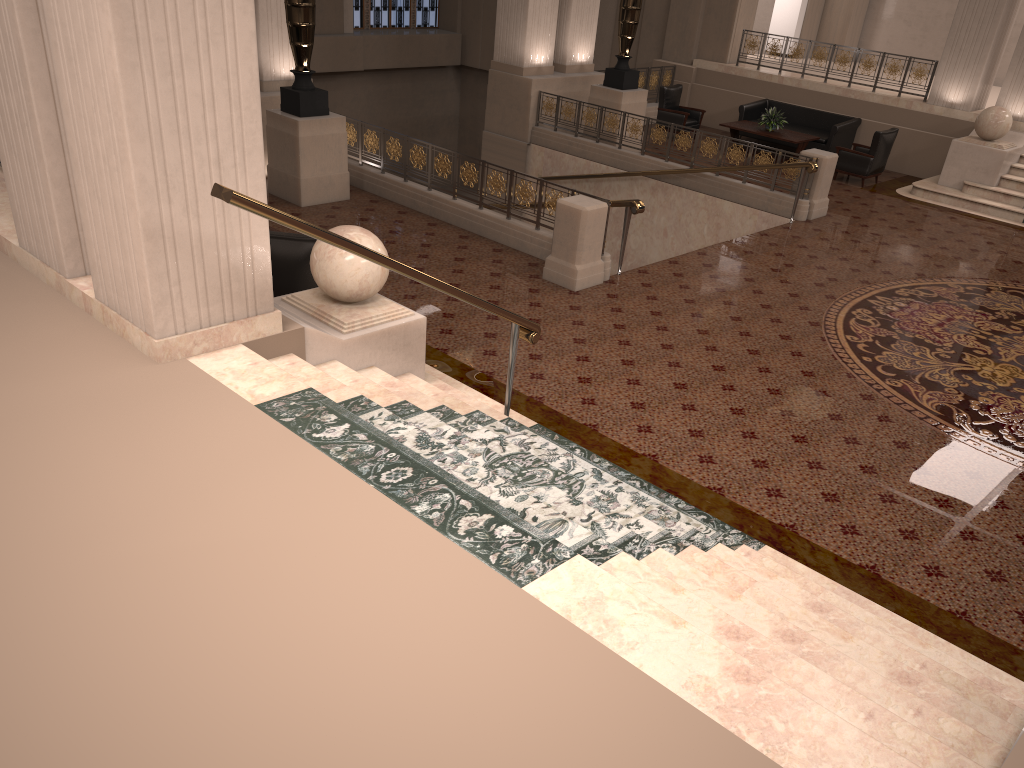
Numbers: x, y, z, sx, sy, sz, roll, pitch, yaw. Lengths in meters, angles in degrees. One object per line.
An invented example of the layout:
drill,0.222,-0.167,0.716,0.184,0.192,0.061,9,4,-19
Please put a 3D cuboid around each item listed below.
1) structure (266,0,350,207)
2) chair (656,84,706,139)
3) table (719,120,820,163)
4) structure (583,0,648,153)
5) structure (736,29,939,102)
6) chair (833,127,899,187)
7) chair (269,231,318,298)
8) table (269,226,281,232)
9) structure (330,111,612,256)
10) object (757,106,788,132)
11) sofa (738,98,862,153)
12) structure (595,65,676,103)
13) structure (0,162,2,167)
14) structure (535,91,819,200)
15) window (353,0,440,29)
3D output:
structure,-2.370,-3.561,10.059,0.682,2.933,0.684,30,38,35
chair,2.980,-4.819,15.672,0.701,0.888,0.630,25,35,31
table,4.329,-4.088,14.993,1.436,0.459,0.819,28,35,35
structure,1.756,-5.126,13.820,0.682,2.933,0.684,30,38,35
structure,5.585,-5.635,15.496,3.596,0.658,0.031,27,37,35
chair,5.538,-3.609,13.858,0.698,0.888,0.632,29,37,35
chair,-1.787,-0.927,7.367,0.647,0.888,0.682,6,30,1
table,-2.901,-1.345,8.403,1.436,0.459,0.819,28,35,35
structure,-0.774,-2.459,10.245,4.803,0.566,0.077,27,37,35
object,4.362,-4.447,14.757,0.501,0.396,0.499,-2,30,-14
sofa,4.977,-4.453,15.505,1.871,0.744,0.854,28,36,35
structure,2.268,-5.541,16.436,2.478,0.688,0.031,-21,40,-40
structure,-4.058,-1.976,6.707,3.596,0.658,0.031,27,37,35
structure,2.172,-3.576,12.929,4.808,0.566,0.077,27,37,34
window,-2.617,-10.667,19.035,2.919,5.637,0.067,-23,41,-39
